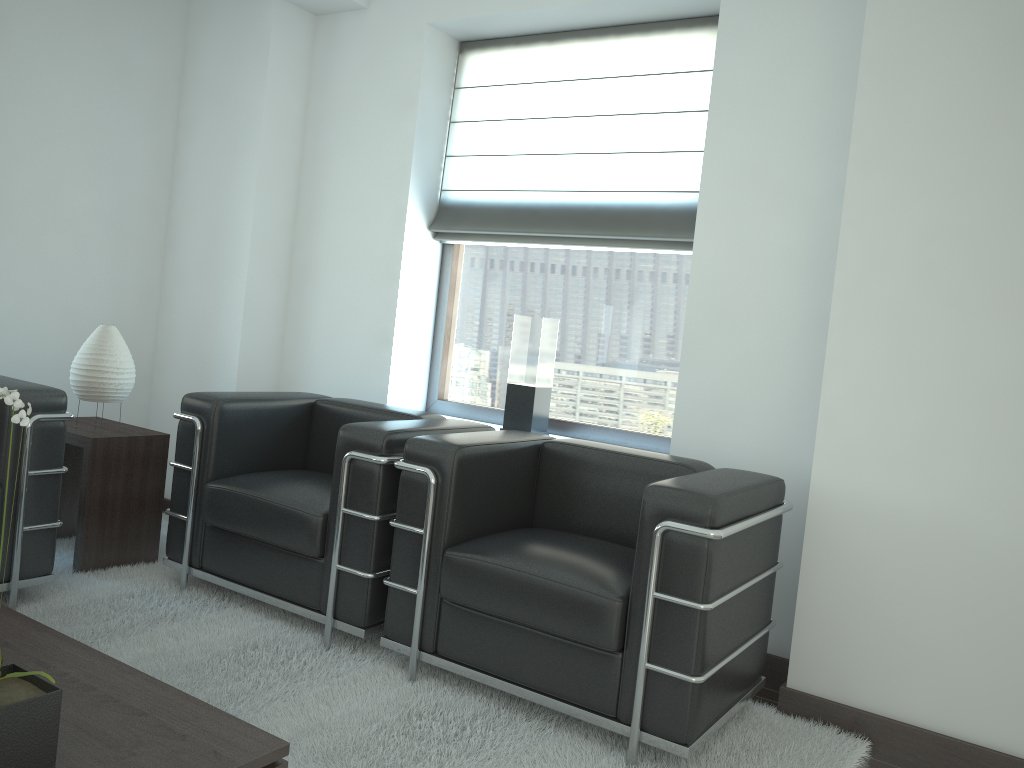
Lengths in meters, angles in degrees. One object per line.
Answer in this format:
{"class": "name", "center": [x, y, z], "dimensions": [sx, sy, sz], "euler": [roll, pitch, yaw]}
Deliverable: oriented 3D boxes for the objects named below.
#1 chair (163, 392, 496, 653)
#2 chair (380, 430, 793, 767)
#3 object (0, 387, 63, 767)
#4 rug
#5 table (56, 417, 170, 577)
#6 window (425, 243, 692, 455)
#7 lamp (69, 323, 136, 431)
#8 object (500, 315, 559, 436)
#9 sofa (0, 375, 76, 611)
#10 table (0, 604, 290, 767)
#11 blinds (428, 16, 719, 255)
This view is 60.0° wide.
{"class": "chair", "center": [-1.073, 0.709, 5.170], "dimensions": [1.649, 1.169, 1.122], "euler": [8, 3, 32]}
{"class": "chair", "center": [0.335, 0.914, 4.261], "dimensions": [1.649, 1.169, 1.122], "euler": [8, 3, 32]}
{"class": "object", "center": [-1.330, 0.494, 2.288], "dimensions": [0.336, 0.991, 0.252], "euler": [7, 2, 32]}
{"class": "rug", "center": [-2.178, 1.282, 2.824], "dimensions": [5.178, 0.110, 6.248], "euler": [8, 4, 32]}
{"class": "table", "center": [-2.665, 0.686, 5.577], "dimensions": [0.787, 0.844, 0.526], "euler": [8, 3, 32]}
{"class": "window", "center": [0.430, -1.018, 6.060], "dimensions": [2.136, 2.730, 0.146], "euler": [8, 2, 32]}
{"class": "lamp", "center": [-2.543, -0.048, 5.512], "dimensions": [0.374, 0.654, 0.375], "euler": [5, 2, -28]}
{"class": "object", "center": [0.124, -0.055, 5.845], "dimensions": [0.244, 0.775, 0.238], "euler": [7, 2, 32]}
{"class": "sofa", "center": [-3.691, 0.524, 3.495], "dimensions": [1.125, 1.169, 3.474], "euler": [8, 3, 32]}
{"class": "table", "center": [-1.993, 1.142, 2.293], "dimensions": [1.924, 0.441, 1.935], "euler": [8, 4, 32]}
{"class": "blinds", "center": [0.410, -1.643, 5.900], "dimensions": [2.127, 1.475, 0.222], "euler": [8, 2, 32]}
